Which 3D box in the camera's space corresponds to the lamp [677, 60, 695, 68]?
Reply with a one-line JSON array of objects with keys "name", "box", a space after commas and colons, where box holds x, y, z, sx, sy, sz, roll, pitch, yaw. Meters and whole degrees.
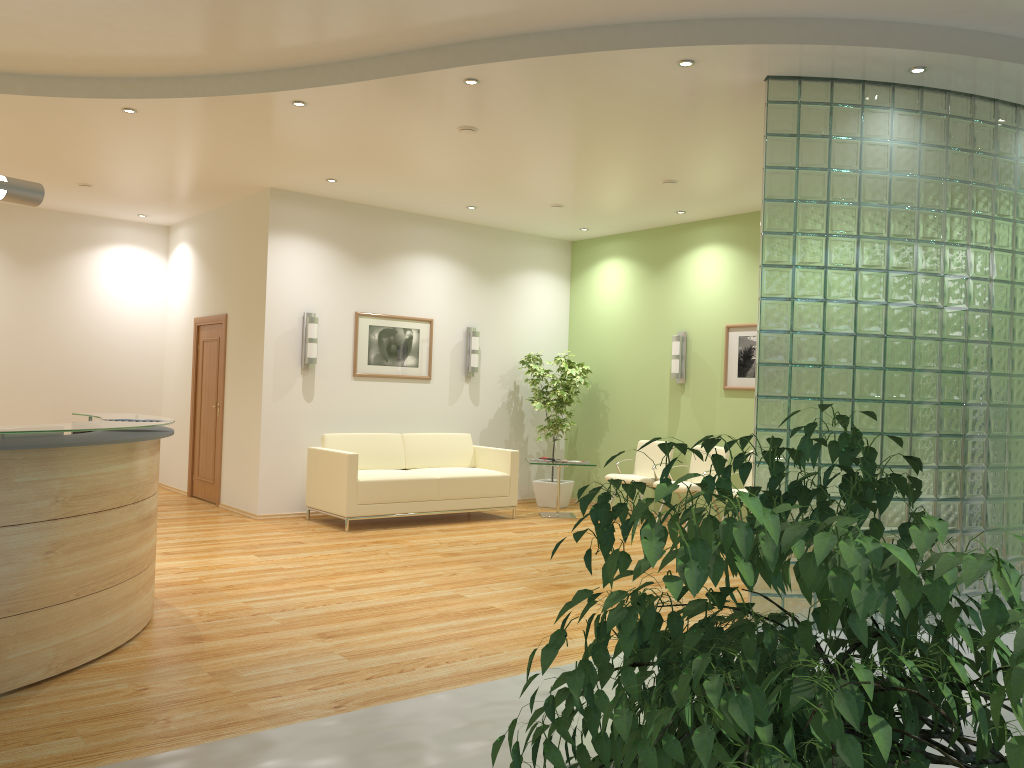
[{"name": "lamp", "box": [1.025, -1.886, 5.226, 0.105, 0.011, 0.105, 2, -1, -22]}]

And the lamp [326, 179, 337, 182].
[{"name": "lamp", "box": [-1.734, -1.956, 8.532, 0.105, 0.011, 0.105, 2, -1, -5]}]

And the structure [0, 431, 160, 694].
[{"name": "structure", "box": [-2.989, 0.771, 4.025, 1.837, 1.049, 3.673, 2, -1, 37]}]

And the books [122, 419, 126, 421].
[{"name": "books", "box": [-2.151, 0.205, 5.071, 0.150, 0.004, 0.210, 2, -1, -23]}]

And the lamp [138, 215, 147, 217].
[{"name": "lamp", "box": [-4.475, -2.035, 10.733, 0.105, 0.011, 0.105, 2, -1, 19]}]

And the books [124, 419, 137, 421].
[{"name": "books", "box": [-2.120, 0.207, 5.091, 0.150, 0.004, 0.210, 3, -1, -43]}]

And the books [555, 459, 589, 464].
[{"name": "books", "box": [0.673, 0.860, 9.926, 0.328, 0.031, 0.230, 2, -1, 27]}]

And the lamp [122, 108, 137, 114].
[{"name": "lamp", "box": [-2.822, -2.013, 6.540, 0.105, 0.011, 0.105, 2, -1, 31]}]

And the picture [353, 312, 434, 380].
[{"name": "picture", "box": [-1.302, -0.413, 9.850, 1.000, 0.700, 0.025, 2, -1, -38]}]

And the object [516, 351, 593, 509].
[{"name": "object", "box": [0.505, 0.540, 10.740, 0.943, 1.900, 0.668, 2, -1, -30]}]

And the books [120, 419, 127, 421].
[{"name": "books", "box": [-2.168, 0.205, 5.065, 0.150, 0.004, 0.210, 2, -1, -13]}]

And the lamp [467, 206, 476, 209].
[{"name": "lamp", "box": [-0.436, -1.900, 9.562, 0.105, 0.011, 0.105, 2, -1, -5]}]

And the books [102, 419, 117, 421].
[{"name": "books", "box": [-2.222, 0.203, 5.067, 0.150, 0.004, 0.210, 2, -1, 17]}]

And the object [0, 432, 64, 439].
[{"name": "object", "box": [-2.379, 0.417, 4.330, 0.206, 0.405, 0.411, 2, -1, 12]}]

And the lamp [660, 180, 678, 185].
[{"name": "lamp", "box": [1.438, -1.839, 8.130, 0.167, 0.024, 0.167, 2, -1, 12]}]

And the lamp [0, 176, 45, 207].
[{"name": "lamp", "box": [-2.897, -1.569, 4.040, 0.197, 1.249, 1.470, 2, -1, 37]}]

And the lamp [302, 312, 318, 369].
[{"name": "lamp", "box": [-2.079, -0.447, 9.160, 0.134, 0.580, 0.142, 2, -1, -38]}]

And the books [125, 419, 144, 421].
[{"name": "books", "box": [-2.098, 0.208, 5.120, 0.210, 0.004, 0.150, 2, -1, 27]}]

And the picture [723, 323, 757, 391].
[{"name": "picture", "box": [2.582, -0.280, 9.099, 0.025, 0.700, 1.000, 2, -1, -38]}]

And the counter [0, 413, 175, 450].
[{"name": "counter", "box": [-2.969, 0.208, 4.030, 1.837, 0.078, 3.674, 2, -1, 37]}]

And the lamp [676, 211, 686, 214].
[{"name": "lamp", "box": [1.794, -1.821, 9.416, 0.105, 0.011, 0.105, 2, -1, 33]}]

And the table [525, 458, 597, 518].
[{"name": "table", "box": [0.528, 1.178, 10.010, 0.736, 0.614, 0.736, 2, -1, -3]}]

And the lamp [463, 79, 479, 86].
[{"name": "lamp", "box": [-0.260, -1.928, 5.669, 0.105, 0.011, 0.105, 2, -1, 21]}]

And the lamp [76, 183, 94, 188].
[{"name": "lamp", "box": [-4.412, -2.040, 9.162, 0.167, 0.024, 0.167, 2, -1, 12]}]

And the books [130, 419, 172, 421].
[{"name": "books", "box": [-2.092, 0.208, 5.137, 0.210, 0.004, 0.150, 2, -1, 17]}]

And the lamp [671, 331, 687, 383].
[{"name": "lamp", "box": [1.859, -0.299, 9.917, 0.142, 0.580, 0.134, 2, -1, -38]}]

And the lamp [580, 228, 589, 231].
[{"name": "lamp", "box": [0.862, -1.844, 10.592, 0.105, 0.011, 0.105, 2, -1, -12]}]

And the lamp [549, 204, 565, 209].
[{"name": "lamp", "box": [0.474, -1.863, 9.345, 0.167, 0.024, 0.167, 2, -1, 12]}]

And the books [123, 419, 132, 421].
[{"name": "books", "box": [-2.134, 0.206, 5.080, 0.150, 0.004, 0.210, 2, -1, -33]}]

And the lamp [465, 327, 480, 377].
[{"name": "lamp", "box": [-0.460, -0.378, 10.444, 0.134, 0.580, 0.142, 2, -1, -38]}]

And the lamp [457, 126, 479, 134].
[{"name": "lamp", "box": [-0.337, -1.915, 6.722, 0.167, 0.024, 0.167, 2, -1, 1]}]

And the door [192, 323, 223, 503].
[{"name": "door", "box": [-3.480, 0.321, 10.127, 0.098, 2.001, 0.823, 2, -1, -38]}]

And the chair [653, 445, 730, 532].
[{"name": "chair", "box": [1.863, 1.085, 9.206, 0.650, 0.881, 0.536, 2, -1, -33]}]

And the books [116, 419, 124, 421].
[{"name": "books", "box": [-2.186, 0.204, 5.063, 0.150, 0.004, 0.210, 2, -1, -3]}]

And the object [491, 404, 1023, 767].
[{"name": "object", "box": [0.223, 0.702, 0.668, 0.503, 1.376, 0.590, 2, -1, 22]}]

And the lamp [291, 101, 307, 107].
[{"name": "lamp", "box": [-1.498, -1.968, 6.238, 0.105, 0.011, 0.105, 2, -1, 9]}]

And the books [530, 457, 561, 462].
[{"name": "books", "box": [0.379, 0.850, 10.018, 0.230, 0.031, 0.328, 2, -1, 32]}]

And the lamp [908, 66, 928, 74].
[{"name": "lamp", "box": [2.379, -1.838, 5.198, 0.105, 0.011, 0.105, 2, -1, -21]}]
